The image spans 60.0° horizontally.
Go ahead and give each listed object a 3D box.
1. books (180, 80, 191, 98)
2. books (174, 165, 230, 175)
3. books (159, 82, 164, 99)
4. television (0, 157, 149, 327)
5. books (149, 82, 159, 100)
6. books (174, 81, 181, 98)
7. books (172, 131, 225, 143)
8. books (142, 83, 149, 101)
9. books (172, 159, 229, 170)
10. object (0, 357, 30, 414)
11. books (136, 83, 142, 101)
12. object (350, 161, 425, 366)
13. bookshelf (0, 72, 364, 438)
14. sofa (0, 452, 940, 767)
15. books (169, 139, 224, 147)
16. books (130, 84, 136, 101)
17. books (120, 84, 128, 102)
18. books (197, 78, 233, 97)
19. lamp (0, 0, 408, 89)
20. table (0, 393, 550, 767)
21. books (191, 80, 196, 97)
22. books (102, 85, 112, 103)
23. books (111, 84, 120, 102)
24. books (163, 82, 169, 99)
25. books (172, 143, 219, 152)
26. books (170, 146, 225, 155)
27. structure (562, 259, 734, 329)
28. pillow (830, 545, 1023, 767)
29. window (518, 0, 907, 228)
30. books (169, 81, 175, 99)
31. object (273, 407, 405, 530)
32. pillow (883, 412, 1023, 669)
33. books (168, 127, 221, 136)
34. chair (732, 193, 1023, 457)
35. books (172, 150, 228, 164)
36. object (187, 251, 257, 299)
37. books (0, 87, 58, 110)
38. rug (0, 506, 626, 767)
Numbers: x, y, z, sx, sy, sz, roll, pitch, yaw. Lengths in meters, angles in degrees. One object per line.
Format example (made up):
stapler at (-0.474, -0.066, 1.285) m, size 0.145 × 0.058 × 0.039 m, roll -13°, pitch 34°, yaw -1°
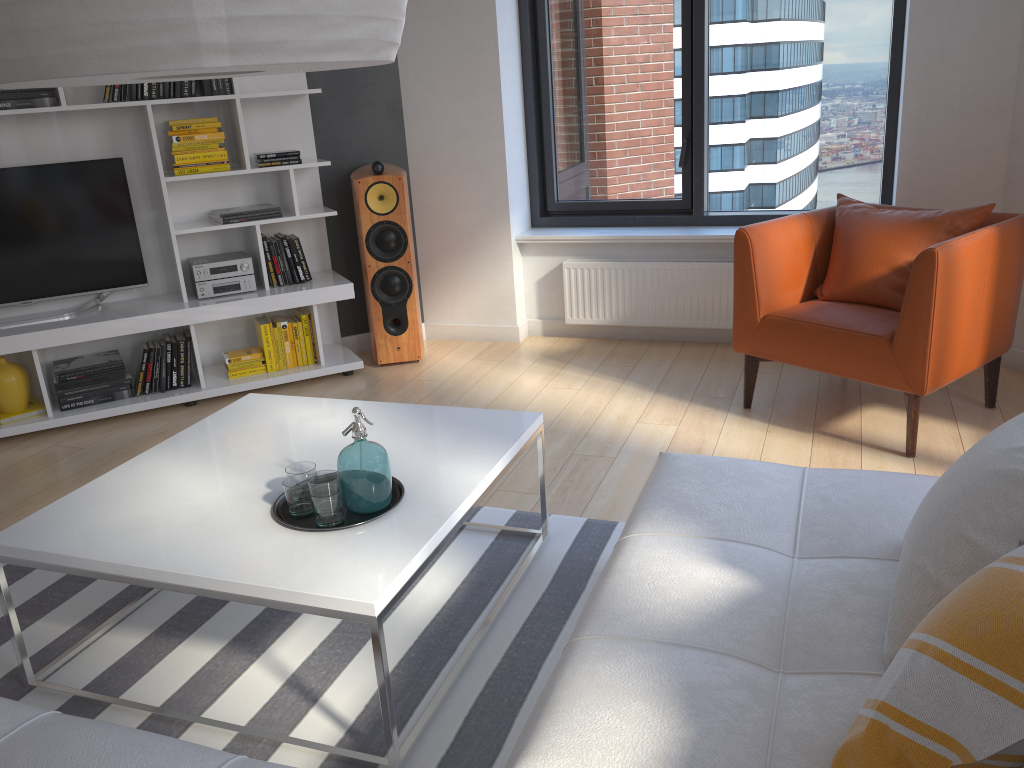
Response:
books at (-1.560, -1.492, 4.219) m, size 0.084 × 0.249 × 0.191 m, roll -12°, pitch 20°, yaw -22°
books at (-1.532, -1.064, 4.383) m, size 0.257 × 0.028 × 0.194 m, roll -10°, pitch 20°, yaw -18°
books at (-1.661, -1.477, 4.180) m, size 0.066 × 0.260 × 0.197 m, roll -12°, pitch 20°, yaw -22°
television at (-2.345, -0.650, 4.159) m, size 1.102 × 0.704 × 0.207 m, roll -12°, pitch 20°, yaw -22°
books at (-1.691, -1.465, 4.168) m, size 0.084 × 0.249 × 0.191 m, roll -12°, pitch 20°, yaw -22°
books at (-1.590, -1.479, 4.196) m, size 0.071 × 0.243 × 0.179 m, roll -12°, pitch 21°, yaw -23°
books at (-1.543, -1.214, 4.357) m, size 0.239 × 0.033 × 0.176 m, roll -11°, pitch 20°, yaw -19°
books at (-1.722, -1.452, 4.151) m, size 0.068 × 0.243 × 0.179 m, roll -13°, pitch 21°, yaw -24°
books at (-1.540, -1.090, 4.381) m, size 0.257 × 0.024 × 0.203 m, roll -11°, pitch 20°, yaw -19°
object at (-2.372, -0.001, 4.171) m, size 0.185 × 0.257 × 0.185 m, roll 13°, pitch 25°, yaw 41°
books at (-1.750, -1.455, 4.144) m, size 0.075 × 0.254 × 0.192 m, roll -12°, pitch 21°, yaw -23°
object at (-0.677, -0.674, 4.841) m, size 0.290 × 1.088 × 0.434 m, roll -7°, pitch 19°, yaw -8°
bookshelf at (-2.303, -0.786, 4.011) m, size 3.000 × 2.052 × 0.455 m, roll -12°, pitch 20°, yaw -22°
sofa at (-0.460, 0.619, 1.572) m, size 3.424 × 0.732 × 2.614 m, roll 3°, pitch 20°, yaw 20°
books at (-1.552, -1.188, 4.363) m, size 0.239 × 0.019 × 0.171 m, roll -12°, pitch 20°, yaw -22°
books at (-1.759, -1.437, 4.115) m, size 0.069 × 0.242 × 0.172 m, roll -12°, pitch 20°, yaw -21°
books at (-1.795, -1.431, 4.114) m, size 0.081 × 0.233 × 0.169 m, roll -12°, pitch 21°, yaw -23°
books at (-1.456, -1.554, 4.284) m, size 0.128 × 0.321 × 0.259 m, roll -12°, pitch 20°, yaw -22°
lamp at (0.348, -0.001, 0.256) m, size 0.710 × 2.647 × 3.199 m, roll -16°, pitch 22°, yaw -31°
table at (-0.588, 0.443, 2.537) m, size 1.091 × 0.435 × 1.091 m, roll 3°, pitch 20°, yaw 20°
books at (-1.530, -1.504, 4.231) m, size 0.066 × 0.260 × 0.197 m, roll -12°, pitch 20°, yaw -22°
books at (-1.858, -1.421, 4.097) m, size 0.104 × 0.234 × 0.182 m, roll -12°, pitch 20°, yaw -22°
books at (-1.829, -1.428, 4.114) m, size 0.096 × 0.234 × 0.187 m, roll -12°, pitch 20°, yaw -22°
books at (-1.628, -1.464, 4.167) m, size 0.069 × 0.242 × 0.172 m, roll -12°, pitch 20°, yaw -21°
books at (-1.554, -1.162, 4.350) m, size 0.217 × 0.023 × 0.145 m, roll -11°, pitch 20°, yaw -18°
books at (-1.553, -1.153, 4.377) m, size 0.251 × 0.014 × 0.189 m, roll -11°, pitch 20°, yaw -19°
structure at (0.997, -0.437, 4.774) m, size 1.474 × 0.460 × 0.110 m, roll 3°, pitch 20°, yaw 20°
pillow at (0.008, 0.502, 1.034) m, size 2.095 × 0.440 × 0.630 m, roll -11°, pitch 20°, yaw -20°
window at (0.977, -2.028, 4.568) m, size 1.960 × 2.402 × 0.170 m, roll 3°, pitch 20°, yaw 20°
books at (-1.619, -1.482, 4.196) m, size 0.075 × 0.254 × 0.192 m, roll -12°, pitch 21°, yaw -23°
object at (-0.445, 0.175, 2.207) m, size 0.330 × 0.265 × 0.330 m, roll 14°, pitch 26°, yaw 42°
pillow at (0.278, 0.414, 1.180) m, size 2.156 × 0.456 × 0.580 m, roll -21°, pitch 25°, yaw -40°
books at (-1.552, -1.239, 4.347) m, size 0.227 × 0.022 × 0.160 m, roll -7°, pitch 19°, yaw -8°
chair at (1.524, -0.309, 3.673) m, size 0.843 × 0.858 × 0.896 m, roll -17°, pitch 23°, yaw -34°
books at (-1.543, -1.123, 4.375) m, size 0.243 × 0.042 × 0.189 m, roll -12°, pitch 20°, yaw -22°
object at (-1.483, -0.558, 4.534) m, size 0.285 × 0.174 × 0.270 m, roll -12°, pitch 20°, yaw -22°
books at (-2.243, -1.305, 3.985) m, size 0.343 × 0.137 × 0.277 m, roll -14°, pitch 21°, yaw -27°
rug at (-0.834, 0.680, 2.582) m, size 2.326 × 0.016 × 1.662 m, roll 3°, pitch 20°, yaw 20°
